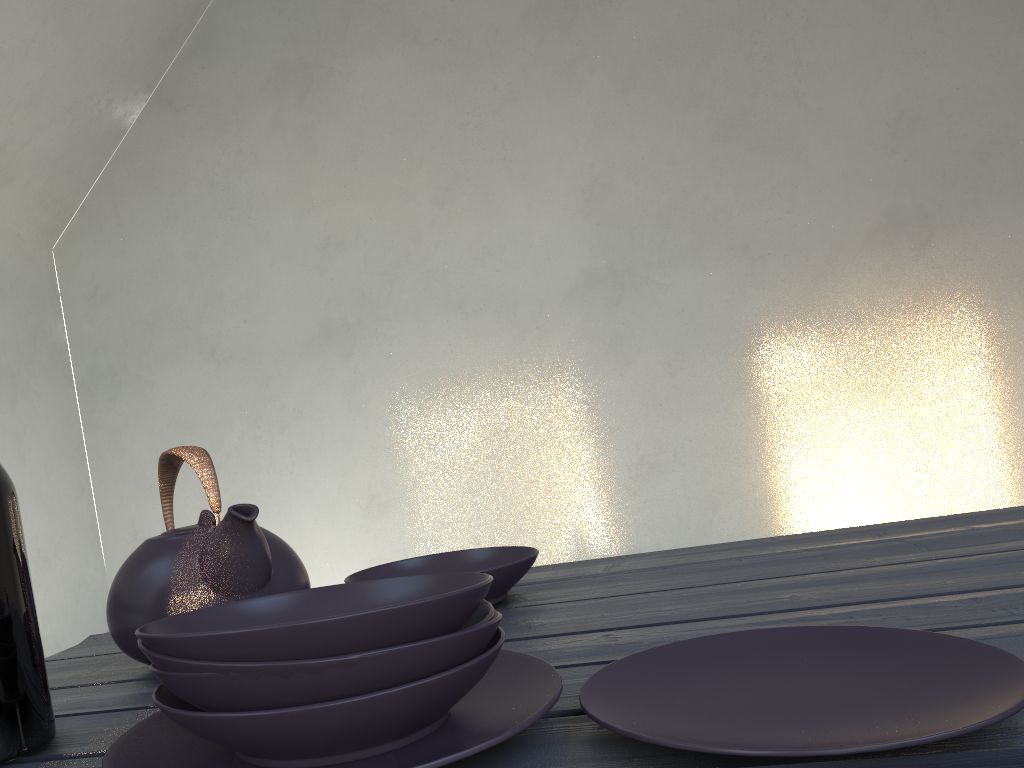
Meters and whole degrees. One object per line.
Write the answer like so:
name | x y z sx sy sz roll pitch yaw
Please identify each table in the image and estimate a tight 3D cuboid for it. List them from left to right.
table | 0.163 0.582 0.422 1.545 0.796 1.567 -9 -3 9

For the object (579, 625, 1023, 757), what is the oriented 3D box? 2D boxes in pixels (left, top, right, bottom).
object | 0.157 0.175 0.498 0.243 0.019 0.227 -10 -4 13

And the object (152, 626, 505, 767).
object | -0.114 0.202 0.573 0.214 0.047 0.245 -6 -5 -41

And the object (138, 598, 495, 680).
object | -0.123 0.175 0.574 0.236 0.063 0.222 -10 -4 14

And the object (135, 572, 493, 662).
object | -0.122 0.162 0.568 0.235 0.058 0.224 -9 -4 9

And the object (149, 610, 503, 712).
object | -0.117 0.187 0.575 0.237 0.063 0.221 -10 -4 14

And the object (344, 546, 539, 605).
object | -0.079 0.233 1.021 0.214 0.047 0.245 -6 -5 -41

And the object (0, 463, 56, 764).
object | -0.430 0.116 0.680 0.097 0.344 0.085 -9 0 42

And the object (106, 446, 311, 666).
object | -0.321 0.178 0.918 0.225 0.232 0.206 -9 -2 11

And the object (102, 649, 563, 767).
object | -0.113 0.223 0.574 0.316 0.024 0.276 -12 -5 40
